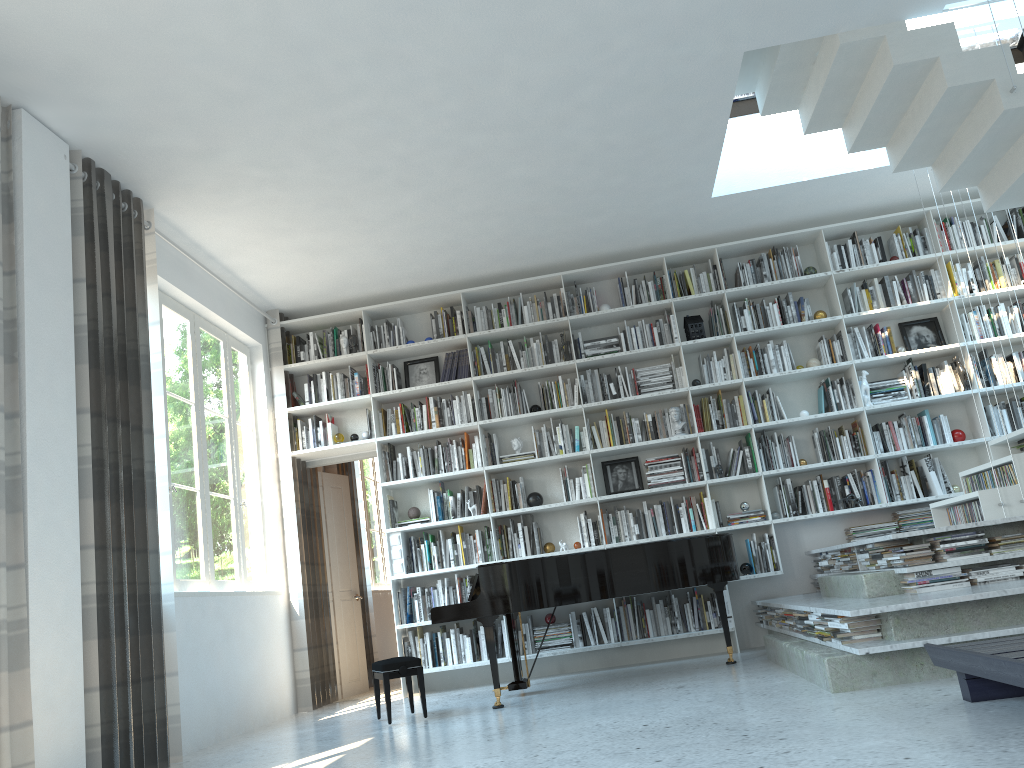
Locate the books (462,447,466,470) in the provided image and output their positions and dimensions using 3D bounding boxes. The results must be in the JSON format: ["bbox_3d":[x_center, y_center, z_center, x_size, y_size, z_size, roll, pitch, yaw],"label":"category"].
[{"bbox_3d":[-0.374,0.629,7.211,0.013,0.203,0.162,-9,-13,5],"label":"books"}]

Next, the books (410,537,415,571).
[{"bbox_3d":[-0.779,1.377,7.108,0.016,0.289,0.153,-9,-13,5],"label":"books"}]

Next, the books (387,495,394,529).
[{"bbox_3d":[-0.974,1.052,7.206,0.012,0.284,0.160,-9,-13,5],"label":"books"}]

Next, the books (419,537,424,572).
[{"bbox_3d":[-0.707,1.367,7.087,0.008,0.279,0.164,-9,-13,5],"label":"books"}]

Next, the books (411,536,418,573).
[{"bbox_3d":[-0.766,1.371,7.101,0.014,0.293,0.172,-9,-13,5],"label":"books"}]

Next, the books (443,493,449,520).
[{"bbox_3d":[-0.521,1.005,7.164,0.030,0.231,0.148,-9,-13,5],"label":"books"}]

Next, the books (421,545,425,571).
[{"bbox_3d":[-0.691,1.396,7.085,0.015,0.217,0.177,-9,-13,5],"label":"books"}]

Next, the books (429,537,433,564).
[{"bbox_3d":[-0.625,1.357,7.089,0.009,0.277,0.158,-9,-13,5],"label":"books"}]

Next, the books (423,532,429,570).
[{"bbox_3d":[-0.673,1.345,7.091,0.006,0.314,0.146,-9,-13,5],"label":"books"}]

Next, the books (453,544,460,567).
[{"bbox_3d":[-0.424,1.366,7.042,0.029,0.181,0.190,-9,-14,5],"label":"books"}]

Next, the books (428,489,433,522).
[{"bbox_3d":[-0.641,0.994,7.164,0.012,0.284,0.160,-9,-13,5],"label":"books"}]

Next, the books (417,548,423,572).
[{"bbox_3d":[-0.716,1.408,7.058,0.019,0.189,0.193,-9,-14,5],"label":"books"}]

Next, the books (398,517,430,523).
[{"bbox_3d":[-0.781,1.106,7.167,0.254,0.012,0.161,-10,-14,6],"label":"books"}]

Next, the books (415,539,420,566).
[{"bbox_3d":[-0.732,1.378,7.083,0.007,0.263,0.177,-9,-13,5],"label":"books"}]

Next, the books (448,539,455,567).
[{"bbox_3d":[-0.468,1.352,7.062,0.027,0.229,0.159,-9,-13,5],"label":"books"}]

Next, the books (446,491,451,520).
[{"bbox_3d":[-0.497,0.990,7.157,0.022,0.248,0.129,-9,-13,5],"label":"books"}]

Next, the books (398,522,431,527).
[{"bbox_3d":[-0.776,1.141,7.158,0.254,0.012,0.161,-10,-14,6],"label":"books"}]

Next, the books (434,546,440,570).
[{"bbox_3d":[-0.587,1.389,7.055,0.016,0.188,0.184,-9,-14,5],"label":"books"}]

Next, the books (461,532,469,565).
[{"bbox_3d":[-0.358,1.316,7.045,0.028,0.260,0.181,-9,-13,5],"label":"books"}]

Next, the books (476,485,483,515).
[{"bbox_3d":[-0.254,0.947,7.128,0.021,0.250,0.154,-9,-13,5],"label":"books"}]

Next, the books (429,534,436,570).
[{"bbox_3d":[-0.620,1.346,7.067,0.007,0.285,0.182,-9,-13,5],"label":"books"}]

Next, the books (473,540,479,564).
[{"bbox_3d":[-0.273,1.340,7.052,0.023,0.193,0.140,-9,-13,5],"label":"books"}]

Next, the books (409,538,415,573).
[{"bbox_3d":[-0.791,1.382,7.111,0.008,0.284,0.160,-9,-13,5],"label":"books"}]

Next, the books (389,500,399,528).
[{"bbox_3d":[-0.953,1.067,7.189,0.028,0.242,0.157,-9,-13,5],"label":"books"}]

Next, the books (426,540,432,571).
[{"bbox_3d":[-0.649,1.371,7.065,0.009,0.244,0.185,-9,-13,5],"label":"books"}]

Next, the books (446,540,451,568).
[{"bbox_3d":[-0.501,1.362,7.081,0.045,0.229,0.138,-9,-13,5],"label":"books"}]

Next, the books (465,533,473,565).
[{"bbox_3d":[-0.329,1.318,7.045,0.028,0.248,0.159,-9,-13,5],"label":"books"}]

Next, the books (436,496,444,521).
[{"bbox_3d":[-0.564,1.014,7.126,0.029,0.207,0.190,-9,-14,5],"label":"books"}]

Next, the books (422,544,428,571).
[{"bbox_3d":[-0.678,1.392,7.072,0.015,0.216,0.180,-9,-13,5],"label":"books"}]

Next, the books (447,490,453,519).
[{"bbox_3d":[-0.483,0.983,7.138,0.011,0.250,0.172,-9,-13,5],"label":"books"}]

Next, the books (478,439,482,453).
[{"bbox_3d":[-0.231,0.581,7.214,0.036,0.257,0.123,-9,-13,5],"label":"books"}]

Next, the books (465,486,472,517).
[{"bbox_3d":[-0.351,0.960,7.132,0.060,0.254,0.159,-9,-13,5],"label":"books"}]

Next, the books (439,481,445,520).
[{"bbox_3d":[-0.549,0.956,7.172,0.011,0.335,0.153,-9,-13,5],"label":"books"}]

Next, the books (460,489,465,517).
[{"bbox_3d":[-0.385,0.976,7.148,0.013,0.241,0.141,-9,-13,5],"label":"books"}]

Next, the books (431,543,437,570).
[{"bbox_3d":[-0.604,1.378,7.064,0.015,0.218,0.190,-9,-13,5],"label":"books"}]

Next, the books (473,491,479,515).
[{"bbox_3d":[-0.275,0.970,7.123,0.027,0.209,0.144,-9,-13,5],"label":"books"}]

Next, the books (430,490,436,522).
[{"bbox_3d":[-0.623,0.997,7.160,0.024,0.272,0.150,-9,-13,5],"label":"books"}]

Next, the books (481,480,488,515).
[{"bbox_3d":[-0.210,0.918,7.088,0.082,0.275,0.229,-9,-13,5],"label":"books"}]

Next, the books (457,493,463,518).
[{"bbox_3d":[-0.417,0.995,7.148,0.056,0.213,0.143,-9,-13,5],"label":"books"}]

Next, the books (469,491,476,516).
[{"bbox_3d":[-0.304,0.974,7.116,0.030,0.207,0.172,-9,-13,5],"label":"books"}]

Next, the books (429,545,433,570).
[{"bbox_3d":[-0.631,1.393,7.091,0.016,0.210,0.146,-9,-13,5],"label":"books"}]

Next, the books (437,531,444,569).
[{"bbox_3d":[-0.553,1.328,7.064,0.019,0.299,0.180,-9,-13,5],"label":"books"}]

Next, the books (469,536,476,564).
[{"bbox_3d":[-0.300,1.327,7.055,0.025,0.228,0.153,-9,-13,5],"label":"books"}]

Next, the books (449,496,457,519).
[{"bbox_3d":[-0.461,1.006,7.117,0.029,0.189,0.189,-9,-14,5],"label":"books"}]

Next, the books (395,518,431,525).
[{"bbox_3d":[-0.781,1.116,7.157,0.285,0.012,0.160,-10,-14,9],"label":"books"}]

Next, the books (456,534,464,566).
[{"bbox_3d":[-0.401,1.329,7.058,0.026,0.253,0.177,-9,-13,5],"label":"books"}]

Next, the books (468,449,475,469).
[{"bbox_3d":[-0.316,0.630,7.208,0.030,0.183,0.152,-9,-13,5],"label":"books"}]

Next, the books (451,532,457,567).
[{"bbox_3d":[-0.451,1.323,7.065,0.014,0.281,0.150,-9,-13,5],"label":"books"}]

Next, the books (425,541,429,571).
[{"bbox_3d":[-0.659,1.377,7.080,0.014,0.242,0.171,-9,-13,5],"label":"books"}]

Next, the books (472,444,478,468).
[{"bbox_3d":[-0.289,0.606,7.210,0.031,0.223,0.145,-9,-13,5],"label":"books"}]

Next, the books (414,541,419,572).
[{"bbox_3d":[-0.744,1.388,7.103,0.022,0.256,0.142,-9,-13,5],"label":"books"}]

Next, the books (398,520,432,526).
[{"bbox_3d":[-0.779,1.128,7.157,0.254,0.012,0.161,-9,-14,2],"label":"books"}]

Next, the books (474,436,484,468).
[{"bbox_3d":[-0.264,0.572,7.219,0.027,0.285,0.148,-9,-13,5],"label":"books"}]

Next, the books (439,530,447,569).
[{"bbox_3d":[-0.536,1.326,7.075,0.012,0.305,0.190,-9,-13,5],"label":"books"}]

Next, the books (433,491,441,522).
[{"bbox_3d":[-0.594,1.002,7.163,0.031,0.255,0.143,-9,-13,5],"label":"books"}]

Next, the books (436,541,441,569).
[{"bbox_3d":[-0.570,1.374,7.092,0.016,0.230,0.136,-9,-13,5],"label":"books"}]

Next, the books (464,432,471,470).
[{"bbox_3d":[-0.358,0.566,7.224,0.035,0.325,0.170,-9,-13,5],"label":"books"}]

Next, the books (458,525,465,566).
[{"bbox_3d":[-0.386,1.292,7.062,0.021,0.322,0.172,-9,-13,5],"label":"books"}]
